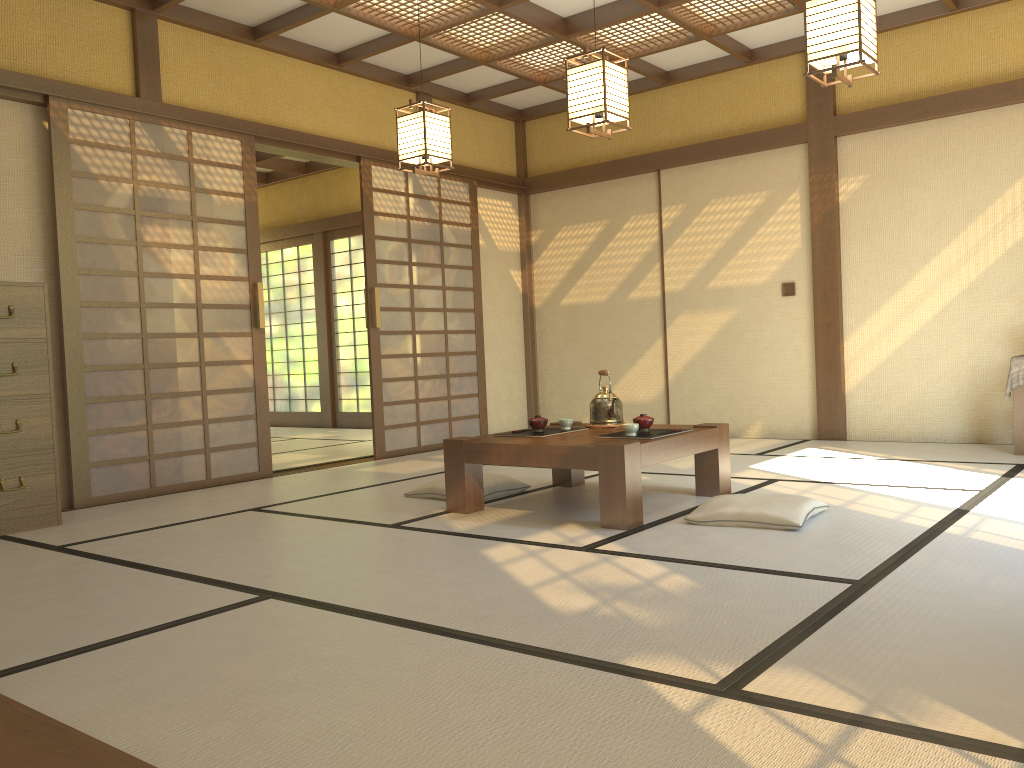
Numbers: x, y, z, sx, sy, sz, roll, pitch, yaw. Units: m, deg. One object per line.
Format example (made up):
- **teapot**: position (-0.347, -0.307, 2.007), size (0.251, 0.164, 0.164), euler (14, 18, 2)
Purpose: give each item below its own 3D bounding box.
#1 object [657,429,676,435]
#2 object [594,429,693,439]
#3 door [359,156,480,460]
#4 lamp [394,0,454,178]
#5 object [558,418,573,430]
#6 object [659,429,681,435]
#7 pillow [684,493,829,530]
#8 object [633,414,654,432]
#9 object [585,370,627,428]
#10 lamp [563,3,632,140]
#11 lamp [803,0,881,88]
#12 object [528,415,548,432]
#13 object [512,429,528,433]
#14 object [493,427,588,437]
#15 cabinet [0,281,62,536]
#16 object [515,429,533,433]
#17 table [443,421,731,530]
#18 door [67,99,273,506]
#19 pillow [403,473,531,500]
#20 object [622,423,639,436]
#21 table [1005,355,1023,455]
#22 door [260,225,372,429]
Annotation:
- **object**: position (0.714, 0.220, 4.093), size (0.008, 0.008, 0.200), euler (-1, 2, 34)
- **object**: position (0.614, 0.231, 4.121), size (0.300, 0.007, 0.400), euler (-1, 2, 38)
- **door**: position (-0.718, -0.593, 7.123), size (0.076, 2.265, 1.230), euler (-1, 2, 38)
- **lamp**: position (-0.513, -1.751, 5.021), size (0.240, 1.129, 0.240), euler (-1, 2, 38)
- **object**: position (0.274, 0.204, 4.506), size (0.074, 0.052, 0.073), euler (-3, 2, -8)
- **object**: position (0.727, 0.219, 4.082), size (0.008, 0.008, 0.200), euler (-1, 2, 39)
- **pillow**: position (1.045, 0.531, 3.766), size (0.486, 0.107, 0.496), euler (-1, 2, 32)
- **object**: position (0.619, 0.182, 4.174), size (0.100, 0.080, 0.100), euler (-1, 2, 38)
- **object**: position (0.490, 0.074, 4.644), size (0.226, 0.296, 0.219), euler (-1, 2, 33)
- **lamp**: position (0.401, -1.768, 4.299), size (0.240, 1.129, 0.240), euler (-1, 2, 38)
- **lamp**: position (1.315, -1.786, 3.578), size (0.240, 1.129, 0.240), euler (-1, 2, 38)
- **object**: position (0.130, 0.197, 4.405), size (0.100, 0.080, 0.100), euler (-1, 2, 38)
- **object**: position (0.061, 0.235, 4.526), size (0.008, 0.008, 0.200), euler (-1, 2, 36)
- **object**: position (0.147, 0.241, 4.445), size (0.300, 0.007, 0.400), euler (-1, 2, 38)
- **cabinet**: position (-2.703, 0.135, 4.064), size (0.421, 1.200, 1.020), euler (-1, 2, 38)
- **object**: position (0.070, 0.235, 4.516), size (0.008, 0.008, 0.200), euler (-1, 2, 32)
- **table**: position (0.380, 0.404, 4.312), size (1.000, 0.350, 1.000), euler (-1, 2, 38)
- **door**: position (-2.056, -0.477, 5.425), size (0.076, 2.265, 1.230), euler (-1, 2, 38)
- **pillow**: position (-0.241, 0.555, 4.782), size (0.496, 0.107, 0.486), euler (-1, 3, 42)
- **object**: position (0.539, 0.208, 4.023), size (0.074, 0.052, 0.073), euler (-3, 2, -8)
- **table**: position (3.360, 0.112, 5.356), size (0.629, 0.595, 0.633), euler (-1, 2, 38)
- **door**: position (-2.111, -0.608, 10.147), size (2.890, 2.230, 0.140), euler (-1, 2, 38)
